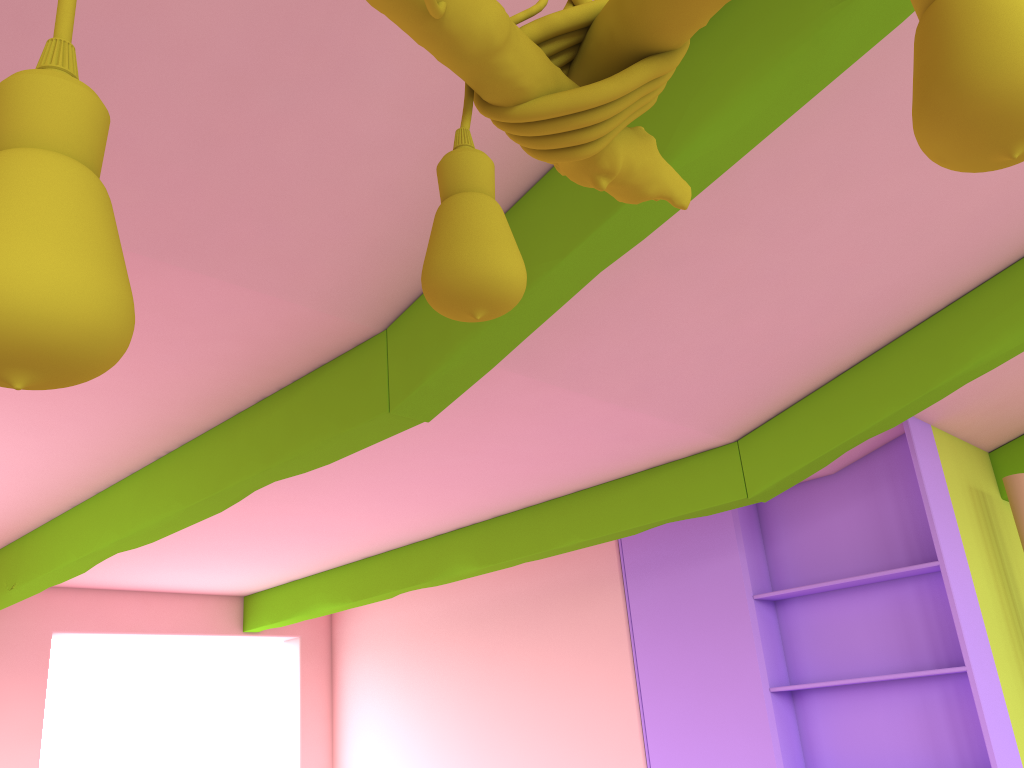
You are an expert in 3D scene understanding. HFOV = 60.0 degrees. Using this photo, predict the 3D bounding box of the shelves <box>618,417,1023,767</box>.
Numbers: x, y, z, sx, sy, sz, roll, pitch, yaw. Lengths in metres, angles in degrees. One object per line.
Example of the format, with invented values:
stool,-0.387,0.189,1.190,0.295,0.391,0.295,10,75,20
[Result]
shelves,1.500,1.880,4.473,1.846,3.092,0.385,-24,-28,39

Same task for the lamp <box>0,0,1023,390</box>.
lamp,-0.064,-1.162,0.613,1.612,2.256,1.780,-15,-23,23

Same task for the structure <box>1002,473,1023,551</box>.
structure,3.003,1.725,4.068,0.403,2.803,0.579,7,-24,-28
